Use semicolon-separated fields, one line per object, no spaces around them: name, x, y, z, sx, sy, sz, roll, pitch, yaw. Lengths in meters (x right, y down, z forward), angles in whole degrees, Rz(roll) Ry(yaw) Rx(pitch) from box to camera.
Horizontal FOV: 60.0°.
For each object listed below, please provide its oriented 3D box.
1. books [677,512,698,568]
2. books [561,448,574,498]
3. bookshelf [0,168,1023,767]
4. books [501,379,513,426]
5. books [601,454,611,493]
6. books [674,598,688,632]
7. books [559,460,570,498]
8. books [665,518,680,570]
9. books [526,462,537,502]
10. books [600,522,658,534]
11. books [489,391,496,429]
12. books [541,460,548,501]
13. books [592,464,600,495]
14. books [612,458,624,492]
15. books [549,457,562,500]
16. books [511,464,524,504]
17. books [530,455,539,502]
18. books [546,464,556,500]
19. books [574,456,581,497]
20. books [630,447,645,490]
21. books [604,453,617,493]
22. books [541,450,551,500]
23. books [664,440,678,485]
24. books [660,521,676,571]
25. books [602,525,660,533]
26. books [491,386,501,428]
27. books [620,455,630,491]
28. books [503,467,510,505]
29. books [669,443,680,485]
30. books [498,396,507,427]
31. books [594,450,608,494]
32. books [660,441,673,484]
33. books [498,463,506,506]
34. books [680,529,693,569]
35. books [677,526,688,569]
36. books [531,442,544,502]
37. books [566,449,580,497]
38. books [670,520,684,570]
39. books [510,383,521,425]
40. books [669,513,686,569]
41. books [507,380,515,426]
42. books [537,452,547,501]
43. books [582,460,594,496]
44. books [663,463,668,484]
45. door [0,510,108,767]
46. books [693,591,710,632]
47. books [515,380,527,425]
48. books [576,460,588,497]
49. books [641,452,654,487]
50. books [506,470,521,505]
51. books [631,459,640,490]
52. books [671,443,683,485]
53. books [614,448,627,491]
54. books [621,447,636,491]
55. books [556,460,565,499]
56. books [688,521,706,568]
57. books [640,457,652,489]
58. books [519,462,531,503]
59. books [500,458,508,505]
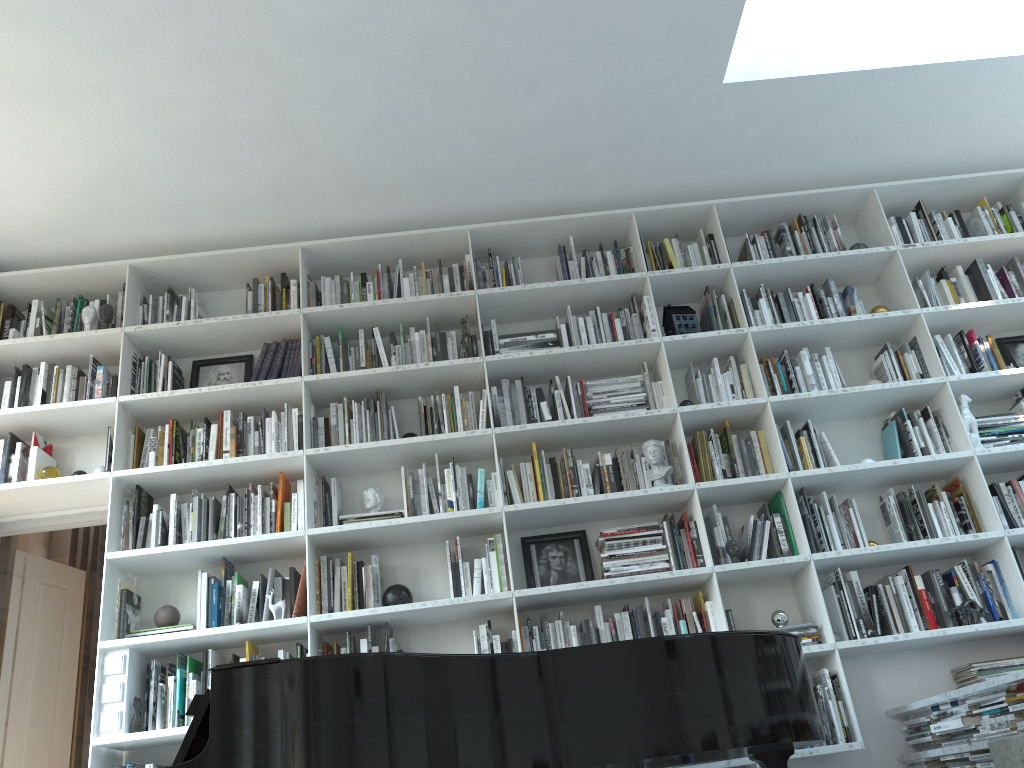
books;0.778;0.730;3.935;0.011;0.278;0.187;-6;-26;-3
books;0.257;0.457;4.074;0.013;0.282;0.177;-6;-26;-3
bookshelf;0.594;0.603;3.938;6.296;3.127;0.332;-6;-26;-3
books;-0.020;0.148;4.222;0.026;0.295;0.180;-6;-26;-3
books;0.427;0.460;4.071;0.010;0.233;0.175;-6;-26;-3
books;0.735;1.073;3.795;0.010;0.282;0.132;-6;-26;-3
books;0.241;0.483;4.069;0.025;0.235;0.137;-6;-26;-3
books;0.701;0.748;3.929;0.011;0.259;0.185;-6;-26;-3
books;0.091;0.498;4.063;0.029;0.239;0.156;-6;-26;-3
books;0.520;0.664;3.974;0.254;0.012;0.161;-8;-26;1
books;-0.089;0.181;4.220;0.012;0.253;0.161;-6;-26;-3
books;0.149;0.490;4.068;0.010;0.243;0.150;-6;-26;-3
books;0.385;0.486;4.074;0.050;0.198;0.146;-6;-26;-3
books;0.477;0.465;4.058;0.029;0.199;0.179;-6;-26;-3
books;0.201;0.483;4.084;0.028;0.258;0.135;-6;-26;-3
books;0.029;0.503;4.058;0.042;0.241;0.163;-6;-26;-3
books;0.108;0.482;4.085;0.010;0.282;0.137;-6;-26;-3
books;0.177;0.497;4.070;0.024;0.227;0.148;-6;-26;-3
books;0.298;0.472;4.081;0.011;0.250;0.131;-6;-26;-3
books;0.582;0.435;4.092;0.024;0.257;0.127;-6;-26;-3
books;0.446;0.457;4.060;0.029;0.223;0.186;-6;-26;-3
books;0.156;0.465;4.060;0.010;0.279;0.171;-6;-26;-3
books;0.730;0.411;4.093;0.014;0.265;0.154;-6;-26;-3
books;0.690;0.753;3.929;0.012;0.253;0.161;-6;-26;-3
books;0.522;0.676;3.971;0.254;0.012;0.161;-5;-26;-6
books;-0.070;0.168;4.215;0.026;0.265;0.171;-6;-26;-3
books;0.514;0.459;4.090;0.025;0.229;0.143;-6;-26;-3
books;-0.021;0.517;4.066;0.011;0.234;0.142;-6;-26;-3
books;0.744;0.417;4.104;0.014;0.259;0.137;-6;-26;-3
books;-0.042;0.189;4.222;0.027;0.227;0.148;-6;-26;-3
books;0.414;0.452;4.080;0.014;0.257;0.162;-6;-26;-3
books;0.710;0.415;4.110;0.025;0.277;0.108;-6;-26;-3
books;-0.043;0.508;4.061;0.012;0.253;0.161;-6;-26;-3
books;0.767;0.767;3.937;0.021;0.216;0.133;-6;-26;-3
books;0.749;0.763;3.941;0.013;0.231;0.135;-6;-26;-3
books;0.118;0.446;4.053;0.014;0.316;0.189;-6;-26;-3
books;0.278;0.455;4.059;0.028;0.266;0.190;-6;-26;-3
books;0.724;0.752;3.939;0.013;0.255;0.163;-6;-26;-3
books;0.021;0.154;4.211;0.025;0.264;0.186;-6;-26;-3
books;0.734;0.736;3.946;0.011;0.286;0.152;-6;-26;-3
books;-0.001;0.147;4.243;0.014;0.311;0.134;-6;-26;-3
books;0.135;0.467;4.043;0.015;0.265;0.190;-6;-26;-3
books;0.345;0.478;4.064;0.030;0.214;0.169;-6;-26;-3
books;0.687;0.421;4.095;0.025;0.258;0.131;-6;-26;-3
door;-2.044;1.679;4.109;0.834;1.971;0.790;-6;-26;-3
books;0.823;1.052;3.795;0.011;0.299;0.150;-6;-26;-3
books;0.046;0.146;4.234;0.029;0.294;0.152;-6;-26;-3
books;0.318;0.480;4.062;0.024;0.215;0.176;-6;-26;-3
books;0.635;0.430;4.102;0.014;0.262;0.135;-6;-26;-3
books;0.013;0.514;4.039;0.053;0.207;0.157;-6;-26;-3
books;0.563;0.463;4.085;0.022;0.205;0.115;-6;-26;-3
books;0.762;0.416;4.112;0.023;0.263;0.107;-6;-26;-3
books;0.494;0.438;4.060;0.012;0.244;0.186;-6;-26;-3
books;0.536;0.435;4.081;0.025;0.257;0.151;-6;-26;-3
books;0.222;0.485;4.060;0.012;0.226;0.170;-6;-26;-3
books;0.804;0.745;3.916;0.034;0.228;0.200;-6;-26;-3
books;0.614;0.456;4.079;0.035;0.200;0.150;-6;-26;-3
books;0.063;0.500;4.069;0.026;0.247;0.140;-6;-26;-3
books;-0.034;0.498;4.076;0.010;0.280;0.141;-6;-26;-3
